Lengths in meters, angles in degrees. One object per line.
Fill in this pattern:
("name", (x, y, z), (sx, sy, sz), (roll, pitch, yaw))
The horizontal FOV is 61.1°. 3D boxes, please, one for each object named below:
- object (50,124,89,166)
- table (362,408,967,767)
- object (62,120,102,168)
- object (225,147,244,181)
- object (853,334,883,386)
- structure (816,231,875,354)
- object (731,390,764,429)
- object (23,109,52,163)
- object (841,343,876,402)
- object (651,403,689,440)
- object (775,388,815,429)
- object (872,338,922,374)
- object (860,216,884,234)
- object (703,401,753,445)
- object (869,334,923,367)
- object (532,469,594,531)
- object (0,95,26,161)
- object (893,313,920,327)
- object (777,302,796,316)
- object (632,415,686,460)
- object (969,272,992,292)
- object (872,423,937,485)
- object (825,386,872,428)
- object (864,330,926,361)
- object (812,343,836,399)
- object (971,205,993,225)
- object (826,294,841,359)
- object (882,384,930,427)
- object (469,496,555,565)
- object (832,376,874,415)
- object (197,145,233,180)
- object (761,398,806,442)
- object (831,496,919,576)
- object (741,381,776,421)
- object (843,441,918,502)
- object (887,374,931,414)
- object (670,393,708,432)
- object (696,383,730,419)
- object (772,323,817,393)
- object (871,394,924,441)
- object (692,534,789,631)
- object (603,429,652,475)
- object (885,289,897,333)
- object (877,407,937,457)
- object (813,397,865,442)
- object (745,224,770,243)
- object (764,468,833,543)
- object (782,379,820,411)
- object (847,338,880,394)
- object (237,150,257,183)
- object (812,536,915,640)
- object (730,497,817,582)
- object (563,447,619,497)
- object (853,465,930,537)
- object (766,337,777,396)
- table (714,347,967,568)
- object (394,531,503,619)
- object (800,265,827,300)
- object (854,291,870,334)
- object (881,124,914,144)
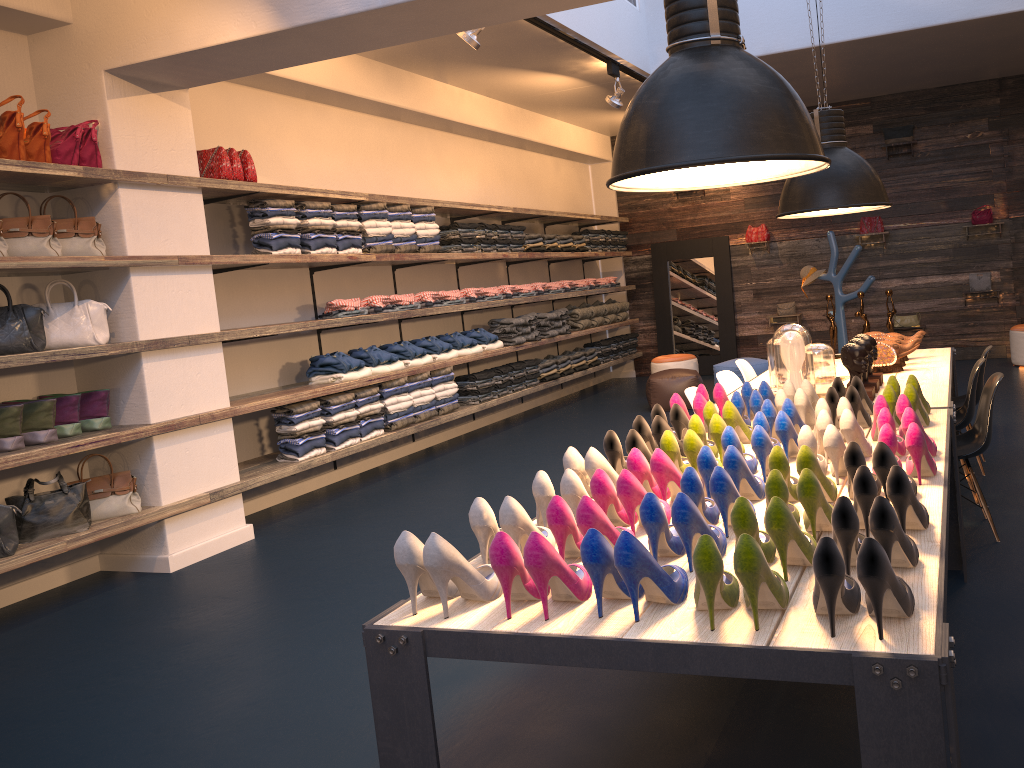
("object", (-2.457, -1.293, 4.726), (0.319, 0.283, 0.242), (-8, 5, -29))
("table", (0.858, 0.687, 2.913), (1.160, 0.738, 2.706), (-3, 6, 26))
("object", (-2.421, -1.326, 4.826), (0.258, 0.310, 0.209), (-7, 4, -14))
("object", (-1.949, -1.433, 5.729), (0.299, 0.244, 0.152), (-3, 5, 24))
("object", (1.960, -0.136, 4.806), (0.145, 0.284, 0.164), (-4, 4, 24))
("structure", (4.068, -0.988, 10.687), (0.188, 1.802, 0.885), (-8, 5, -37))
("object", (1.025, 0.111, 3.748), (0.193, 0.195, 0.253), (-4, 5, 17))
("object", (-2.568, -1.298, 4.578), (0.266, 0.329, 0.216), (-7, 4, -17))
("object", (1.714, -0.062, 4.326), (0.145, 0.284, 0.164), (-4, 4, 24))
("object", (0.673, 0.162, 3.579), (0.189, 0.195, 0.258), (-3, 6, 25))
("object", (1.204, 0.102, 3.682), (0.189, 0.195, 0.258), (-3, 6, 25))
("object", (2.278, -0.175, 5.273), (0.438, 0.202, 0.224), (-5, 5, 2))
("object", (4.720, -2.086, 11.390), (0.312, 0.254, 0.142), (-5, 4, 9))
("object", (0.874, 0.150, 3.520), (0.188, 0.195, 0.260), (-3, 6, 28))
("object", (2.399, -0.212, 5.509), (0.438, 0.202, 0.224), (-5, 5, 2))
("object", (0.153, 0.324, 2.523), (0.196, 0.195, 0.250), (-5, 5, 12))
("object", (-2.635, -1.304, 4.451), (0.266, 0.384, 0.216), (-7, 4, -17))
("object", (5.161, -0.829, 11.324), (0.366, 0.173, 0.230), (-5, 5, -1))
("object", (3.748, -1.028, 11.858), (0.271, 0.175, 0.103), (-6, 4, -2))
("object", (0.571, 0.199, 3.323), (0.187, 0.195, 0.261), (-3, 6, 33))
("object", (5.959, -1.299, 11.034), (0.253, 0.229, 0.086), (-1, 6, 41))
("object", (1.228, 0.202, 2.734), (0.191, 0.195, 0.256), (-4, 5, 22))
("object", (1.387, 0.092, 3.617), (0.190, 0.195, 0.257), (-4, 5, 23))
("object", (2.532, -0.252, 5.765), (0.430, 0.202, 0.228), (-5, 5, 8))
("object", (1.581, -0.067, 4.472), (0.169, 0.289, 0.180), (-5, 4, 13))
("object", (5.932, -2.135, 10.966), (0.234, 0.242, 0.230), (-4, 5, 20))
("object", (2.304, -0.418, 6.262), (0.129, 0.467, 0.151), (-3, 4, 36))
("object", (1.585, 0.084, 3.527), (0.189, 0.195, 0.258), (-3, 6, 25))
("object", (-0.005, 0.366, 2.270), (0.193, 0.195, 0.253), (-4, 5, 17))
("object", (1.520, 0.050, 3.895), (0.189, 0.195, 0.258), (-3, 6, 25))
("object", (-1.996, -1.419, 5.637), (0.301, 0.244, 0.150), (-4, 5, 20))
("object", (1.077, 0.140, 3.442), (0.189, 0.195, 0.258), (-3, 6, 25))
("object", (0.808, 0.325, 1.963), (0.189, 0.195, 0.258), (-3, 6, 25))
("object", (1.154, 0.070, 4.022), (0.189, 0.195, 0.258), (-3, 6, 25))
("object", (1.054, 0.243, 2.510), (0.186, 0.195, 0.262), (-3, 6, 33))
("object", (1.712, 0.044, 3.783), (0.189, 0.195, 0.258), (-3, 6, 25))
("object", (0.813, 0.121, 3.838), (0.191, 0.195, 0.263), (-2, 6, 36))
("object", (0.954, 0.081, 4.088), (0.192, 0.195, 0.255), (-4, 5, 20))
("object", (1.407, -0.098, 4.330), (0.195, 0.411, 0.209), (-5, 4, 13))
("object", (1.452, 0.122, 3.290), (0.189, 0.195, 0.258), (-3, 6, 25))
("object", (0.459, 0.376, 1.784), (0.192, 0.195, 0.254), (-4, 5, 19))
("object", (0.422, 0.240, 3.072), (0.191, 0.195, 0.256), (-4, 5, 21))
("object", (2.688, -0.438, 6.119), (0.140, 0.467, 0.139), (-6, 4, 1))
("object", (1.355, 0.161, 3.006), (0.187, 0.195, 0.261), (-3, 6, 32))
("object", (1.250, 0.134, 3.349), (0.191, 0.195, 0.256), (-4, 5, 21))
("object", (3.365, -2.066, 11.914), (0.312, 0.253, 0.149), (-2, 5, 35))
("object", (0.746, 0.297, 2.272), (0.191, 0.195, 0.256), (-4, 5, 21))
("object", (1.326, 0.062, 3.944), (0.187, 0.195, 0.261), (-3, 6, 31))
("object", (1.839, -0.099, 4.569), (0.145, 0.284, 0.164), (-4, 4, 24))
("object", (-1.896, -1.449, 5.826), (0.304, 0.244, 0.149), (-4, 4, 16))
("object", (0.674, 0.366, 1.696), (0.189, 0.195, 0.258), (-3, 6, 25))
("object", (0.605, 0.335, 2.035), (0.189, 0.195, 0.258), (-3, 6, 25))
("object", (0.283, 0.280, 2.818), (0.186, 0.195, 0.262), (-2, 6, 33))
("object", (0.956, 0.283, 2.223), (0.189, 0.195, 0.258), (-3, 6, 25))
("object", (1.454, -0.095, 4.617), (0.170, 0.335, 0.202), (-2, 5, 43))
("table", (2.088, 0.313, 5.319), (1.160, 0.738, 2.706), (-3, 6, 26))
("object", (-0.143, 0.408, 2.001), (0.187, 0.195, 0.260), (-3, 6, 30))
("object", (3.823, -1.284, 10.982), (0.317, 0.440, 0.377), (-4, 5, 21))
("object", (2.488, -0.428, 6.192), (0.149, 0.467, 0.130), (-7, 4, -23))
("object", (4.979, -3.209, 11.186), (0.400, 0.231, 0.186), (-4, 5, 15))
